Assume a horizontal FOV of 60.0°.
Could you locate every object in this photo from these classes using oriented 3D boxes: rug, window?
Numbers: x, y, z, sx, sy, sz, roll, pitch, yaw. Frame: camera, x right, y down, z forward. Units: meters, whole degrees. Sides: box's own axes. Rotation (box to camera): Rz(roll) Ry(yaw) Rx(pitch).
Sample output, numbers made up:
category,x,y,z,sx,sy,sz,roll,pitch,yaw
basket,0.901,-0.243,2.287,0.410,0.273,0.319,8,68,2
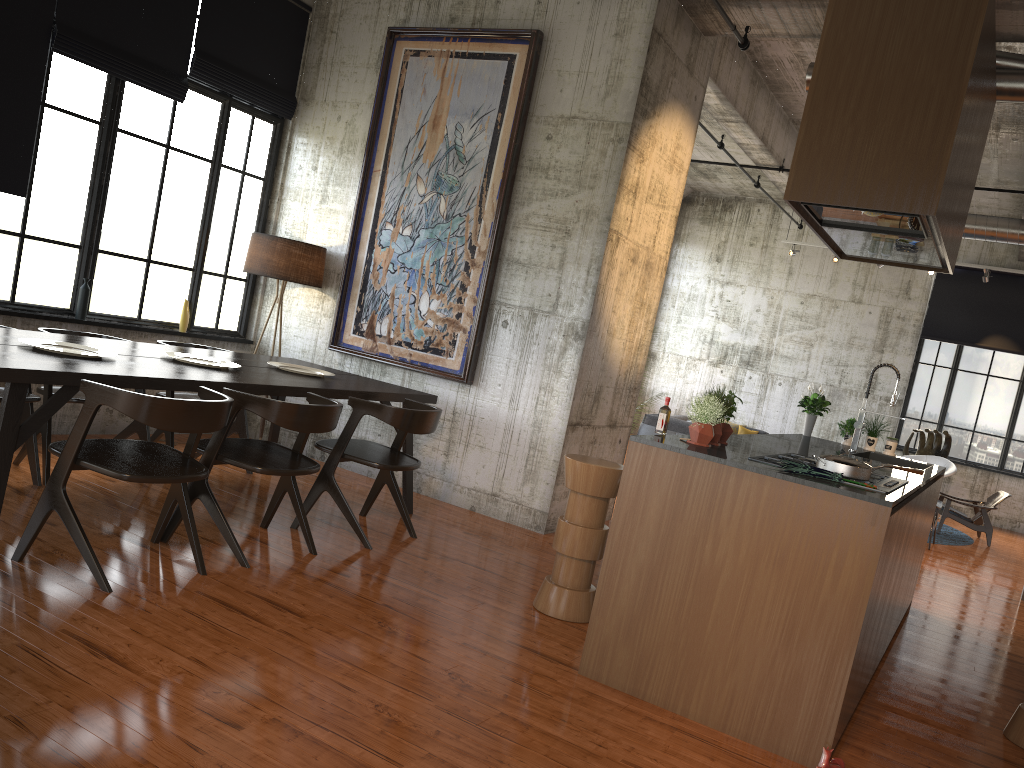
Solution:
category,x,y,z,sx,sy,sz,roll,pitch,yaw
rug,4.702,1.820,14.138,4.853,0.009,4.827,11,3,-15
window,-3.356,-2.196,7.453,0.050,3.444,3.815,15,5,29
window,8.567,-0.195,15.927,2.570,3.445,0.050,14,6,28

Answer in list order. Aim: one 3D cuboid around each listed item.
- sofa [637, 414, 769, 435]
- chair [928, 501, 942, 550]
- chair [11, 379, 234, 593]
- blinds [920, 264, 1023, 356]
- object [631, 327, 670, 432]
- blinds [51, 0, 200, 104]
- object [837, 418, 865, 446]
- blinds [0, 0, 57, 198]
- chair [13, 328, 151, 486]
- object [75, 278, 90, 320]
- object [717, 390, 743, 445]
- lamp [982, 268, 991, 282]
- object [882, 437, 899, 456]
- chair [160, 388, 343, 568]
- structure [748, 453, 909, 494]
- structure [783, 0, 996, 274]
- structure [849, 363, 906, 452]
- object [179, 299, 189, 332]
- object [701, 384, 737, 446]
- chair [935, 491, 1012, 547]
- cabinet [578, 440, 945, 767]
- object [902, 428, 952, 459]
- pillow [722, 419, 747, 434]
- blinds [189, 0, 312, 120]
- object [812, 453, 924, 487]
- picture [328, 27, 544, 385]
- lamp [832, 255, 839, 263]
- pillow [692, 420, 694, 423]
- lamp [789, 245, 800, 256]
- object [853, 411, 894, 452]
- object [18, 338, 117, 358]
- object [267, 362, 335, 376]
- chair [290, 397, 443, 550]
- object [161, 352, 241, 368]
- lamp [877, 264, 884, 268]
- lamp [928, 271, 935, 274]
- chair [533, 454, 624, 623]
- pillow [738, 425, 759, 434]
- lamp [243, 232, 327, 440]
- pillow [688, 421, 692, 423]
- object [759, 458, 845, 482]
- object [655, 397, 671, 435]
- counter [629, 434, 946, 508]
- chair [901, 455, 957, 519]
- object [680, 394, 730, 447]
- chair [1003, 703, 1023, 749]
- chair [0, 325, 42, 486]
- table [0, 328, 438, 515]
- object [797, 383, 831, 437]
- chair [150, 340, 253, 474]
category,x,y,z,sx,sy,sz,roll,pitch,yaw
sofa,3.180,1.038,14.683,1.357,0.863,3.007,14,4,30
chair,5.208,1.661,11.772,0.872,0.795,1.044,14,5,30
chair,-1.980,0.493,4.694,0.767,0.996,0.879,14,5,29
blinds,8.707,-1.304,15.675,2.435,1.468,0.150,14,6,29
object,0.945,0.247,9.861,1.516,2.069,1.879,8,6,-39
blinds,-3.078,-3.204,7.278,0.051,1.401,1.256,15,5,29
object,3.036,0.423,7.953,0.232,0.258,0.235,10,5,-23
blinds,-3.813,-2.713,6.247,0.034,2.541,1.216,15,6,29
chair,-3.067,0.163,6.419,0.767,0.996,0.879,14,5,29
object,-3.619,-0.716,7.484,0.080,0.353,0.080,9,6,-30
object,1.231,0.186,5.153,0.178,0.312,0.173,15,6,34
lamp,8.005,-1.816,14.960,0.165,0.252,0.101,8,6,-36
object,3.310,0.544,7.748,0.107,0.158,0.107,9,5,-26
chair,-1.545,0.536,5.483,0.767,0.996,0.879,14,5,28
structure,1.747,0.465,4.809,0.676,0.019,1.098,14,4,29
structure,2.061,-1.308,4.664,0.661,1.128,1.630,14,5,29
structure,2.973,0.207,7.104,0.359,0.751,0.168,14,6,28
object,-3.105,-0.650,8.420,0.073,0.319,0.074,11,5,-9
object,1.125,0.149,4.934,0.186,0.368,0.195,10,5,-21
chair,6.812,1.904,13.294,1.041,0.795,0.875,13,4,19
cabinet,2.043,1.122,6.110,1.241,1.247,4.364,14,4,29
object,7.381,1.407,15.902,0.724,1.300,0.457,16,6,40
pillow,3.780,0.819,15.508,0.534,0.447,0.260,15,6,36
blinds,-2.430,-3.268,8.398,0.052,1.145,1.297,15,5,29
object,1.863,0.443,4.551,0.731,0.121,0.329,10,4,-26
picture,-0.762,-1.684,8.148,1.649,3.129,0.142,14,6,28
lamp,5.930,-2.316,16.187,0.101,0.229,0.199,16,6,39
pillow,3.016,0.773,13.618,0.534,0.447,0.260,15,6,36
lamp,5.258,-2.480,16.544,0.261,0.212,0.101,10,5,-26
object,3.210,0.403,7.832,0.362,0.382,0.304,10,5,-27
object,-2.602,-0.203,5.200,0.524,0.025,0.527,14,4,39
object,-1.648,-0.109,6.933,0.524,0.025,0.527,14,4,39
chair,-0.999,0.596,6.390,0.767,0.996,0.878,14,5,25
object,-2.125,-0.156,6.066,0.524,0.025,0.527,14,4,39
lamp,6.574,-2.161,15.792,0.182,0.241,0.102,14,5,23
lamp,7.302,-1.986,15.412,0.101,0.212,0.260,14,5,24
chair,0.428,0.951,5.517,0.409,0.965,0.410,12,5,7
pillow,4.042,0.903,15.327,0.434,0.319,0.168,12,5,3
lamp,-2.341,-0.371,8.604,0.749,2.062,0.753,16,6,40
pillow,2.694,0.699,13.807,0.433,0.319,0.168,14,5,28
object,1.391,0.400,4.241,0.392,0.068,0.184,11,4,-15
object,0.846,0.174,4.923,0.055,0.209,0.056,14,6,29
counter,2.157,0.573,6.058,1.241,0.175,4.366,14,4,29
chair,6.927,1.699,15.036,0.808,1.033,1.053,10,5,-22
object,1.020,0.183,4.718,0.220,0.284,0.211,15,6,37
chair,3.040,1.535,4.855,0.410,0.965,0.409,9,6,-31
chair,-3.502,0.120,5.630,0.767,0.996,0.879,14,5,28
table,-2.289,0.336,6.118,1.633,1.009,3.706,14,4,29
object,2.740,0.232,8.063,0.304,0.503,0.267,10,5,-19
chair,-2.584,0.210,7.314,0.767,0.996,0.879,14,5,28
